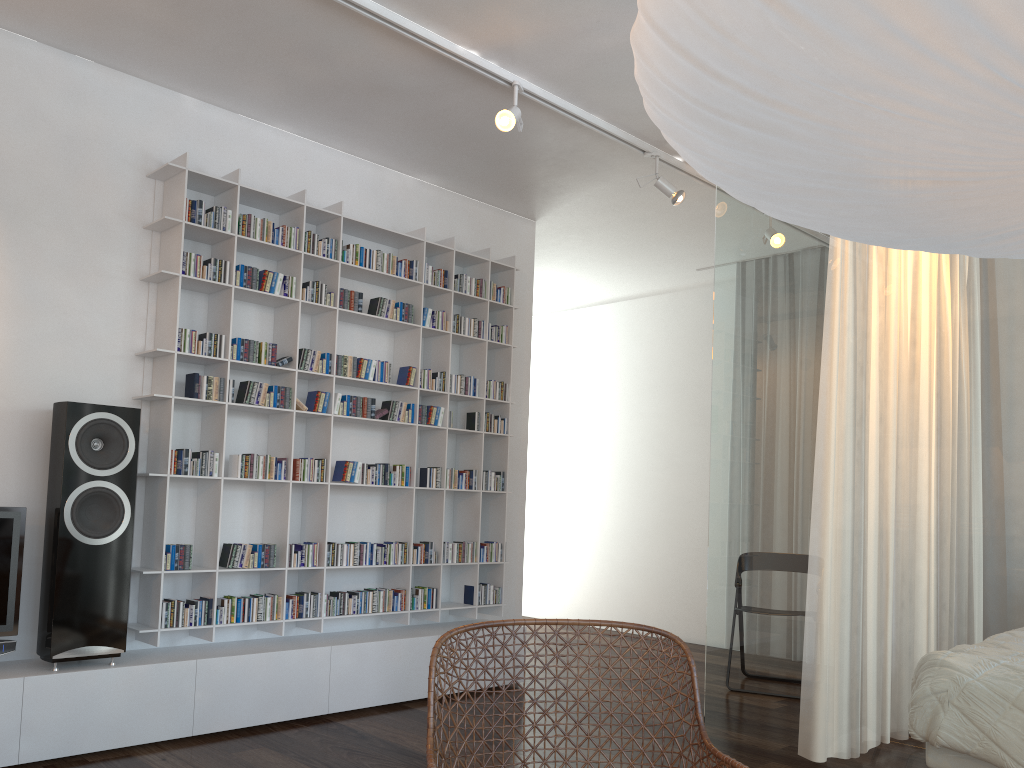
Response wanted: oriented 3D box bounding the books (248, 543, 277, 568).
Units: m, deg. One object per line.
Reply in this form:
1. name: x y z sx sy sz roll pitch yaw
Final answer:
1. books: -1.146 0.779 4.012 0.099 0.104 0.132 -3 -8 44

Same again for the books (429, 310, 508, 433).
1. books: -0.259 -0.054 4.915 0.571 0.623 0.115 7 -6 -44

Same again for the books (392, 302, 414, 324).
1. books: -0.585 -0.364 4.597 0.099 0.104 0.132 -3 -8 44

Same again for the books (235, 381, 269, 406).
1. books: -1.175 0.046 4.001 0.119 0.107 0.090 8 -8 -44

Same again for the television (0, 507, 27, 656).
1. television: -2.132 0.711 3.020 0.790 0.597 0.346 5 -5 -26

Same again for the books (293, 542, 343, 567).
1. books: -0.941 0.811 4.216 0.100 0.112 0.269 -3 -9 44

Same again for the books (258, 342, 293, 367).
1. books: -1.098 -0.125 4.081 0.164 0.105 0.090 8 -8 -44

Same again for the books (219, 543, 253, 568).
1. books: -1.227 0.764 3.930 0.119 0.107 0.090 8 -8 -44

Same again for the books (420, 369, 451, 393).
1. books: -0.437 -0.015 4.735 0.233 0.112 0.102 9 -9 -44

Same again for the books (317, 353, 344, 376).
1. books: -0.894 -0.091 4.283 0.099 0.104 0.140 -3 -8 44

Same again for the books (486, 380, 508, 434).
1. books: -0.124 0.132 5.044 0.184 0.298 0.115 7 -6 -44

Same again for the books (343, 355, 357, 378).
1. books: -0.819 -0.079 4.357 0.074 0.108 0.090 7 -7 -44

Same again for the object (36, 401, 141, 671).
1. object: -1.674 0.588 3.460 0.296 0.997 0.281 6 -5 -44

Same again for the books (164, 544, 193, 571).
1. books: -1.428 0.730 3.734 0.099 0.104 0.132 -3 -8 44

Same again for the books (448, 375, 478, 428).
1. books: -0.299 0.102 4.872 0.232 0.298 0.115 7 -6 -44

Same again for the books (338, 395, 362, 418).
1. books: -0.813 0.112 4.359 0.099 0.104 0.132 -3 -8 44

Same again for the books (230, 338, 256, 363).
1. books: -1.223 -0.147 3.959 0.099 0.104 0.132 -3 -8 44

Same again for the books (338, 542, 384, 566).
1. books: -0.761 0.842 4.395 0.235 0.112 0.115 9 -9 -44

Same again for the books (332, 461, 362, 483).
1. books: -0.809 0.434 4.353 0.119 0.107 0.090 8 -8 -44

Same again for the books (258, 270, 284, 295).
1. books: -1.123 -0.458 4.065 0.119 0.107 0.090 8 -8 -44

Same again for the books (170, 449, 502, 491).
1. books: -0.776 0.441 4.390 1.933 0.113 0.115 10 -9 -44

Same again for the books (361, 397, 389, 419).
1. books: -0.705 0.130 4.463 0.164 0.105 0.090 8 -8 -44

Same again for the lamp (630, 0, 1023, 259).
1. lamp: 0.884 -0.366 1.076 1.471 0.209 1.479 3 -8 -8

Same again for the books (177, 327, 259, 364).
1. books: -1.304 -0.161 3.879 0.385 0.104 0.102 9 -9 -44

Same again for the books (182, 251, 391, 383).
1. books: -1.034 -0.279 4.150 1.129 0.428 0.102 9 -8 -44

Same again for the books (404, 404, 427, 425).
1. books: -0.525 0.161 4.643 0.099 0.104 0.145 -3 -8 44

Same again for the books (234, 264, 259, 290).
1. books: -1.215 -0.473 3.976 0.099 0.104 0.132 -3 -8 44

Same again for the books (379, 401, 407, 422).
1. books: -0.611 0.145 4.556 0.119 0.107 0.090 8 -8 -44

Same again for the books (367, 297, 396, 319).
1. books: -0.667 -0.379 4.515 0.119 0.107 0.090 8 -8 -44

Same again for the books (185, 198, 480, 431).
1. books: -0.814 -0.263 4.371 1.761 0.853 0.115 9 -7 -44

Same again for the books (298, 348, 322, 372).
1. books: -0.978 -0.107 4.199 0.119 0.107 0.090 8 -8 -44

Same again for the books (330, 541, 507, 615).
1. books: -0.468 1.010 4.681 1.138 0.347 0.115 9 -8 -44

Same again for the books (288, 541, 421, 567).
1. books: -0.782 0.838 4.374 0.768 0.112 0.115 10 -9 -44

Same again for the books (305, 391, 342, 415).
1. books: -0.909 0.094 4.262 0.158 0.109 0.090 8 -8 -44

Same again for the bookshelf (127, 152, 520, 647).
1. bookshelf: -0.806 0.172 4.437 2.094 2.063 0.227 8 -6 -44

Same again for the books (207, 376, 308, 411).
1. books: -1.158 0.053 4.017 0.506 0.105 0.090 10 -9 -44

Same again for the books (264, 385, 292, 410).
1. books: -1.094 0.065 4.082 0.099 0.104 0.132 -3 -8 44

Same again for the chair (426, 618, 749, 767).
1. chair: 0.171 0.907 1.904 0.719 0.705 0.689 3 -6 -12

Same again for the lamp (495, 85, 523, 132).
1. lamp: -0.006 -1.128 3.656 0.085 0.238 0.252 1 -6 11

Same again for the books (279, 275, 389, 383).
1. books: -0.866 -0.253 4.318 0.101 0.436 0.624 -2 -7 45

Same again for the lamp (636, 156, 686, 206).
1. lamp: 0.739 -1.006 4.353 0.251 0.238 0.085 4 -4 -15

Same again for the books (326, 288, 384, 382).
1. books: -0.797 -0.236 4.386 0.100 0.429 0.352 -2 -6 44

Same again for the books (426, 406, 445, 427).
1. books: -0.432 0.175 4.733 0.119 0.107 0.090 8 -8 -44

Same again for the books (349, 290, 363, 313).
1. books: -0.794 -0.400 4.390 0.074 0.104 0.090 7 -7 -44

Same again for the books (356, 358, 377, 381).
1. books: -0.750 -0.069 4.425 0.119 0.107 0.090 8 -8 -44

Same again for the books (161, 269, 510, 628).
1. books: -0.760 0.226 4.411 1.961 1.810 0.115 8 -7 -44

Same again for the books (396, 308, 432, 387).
1. books: -0.513 -0.191 4.662 0.157 0.429 0.090 6 -5 -44
